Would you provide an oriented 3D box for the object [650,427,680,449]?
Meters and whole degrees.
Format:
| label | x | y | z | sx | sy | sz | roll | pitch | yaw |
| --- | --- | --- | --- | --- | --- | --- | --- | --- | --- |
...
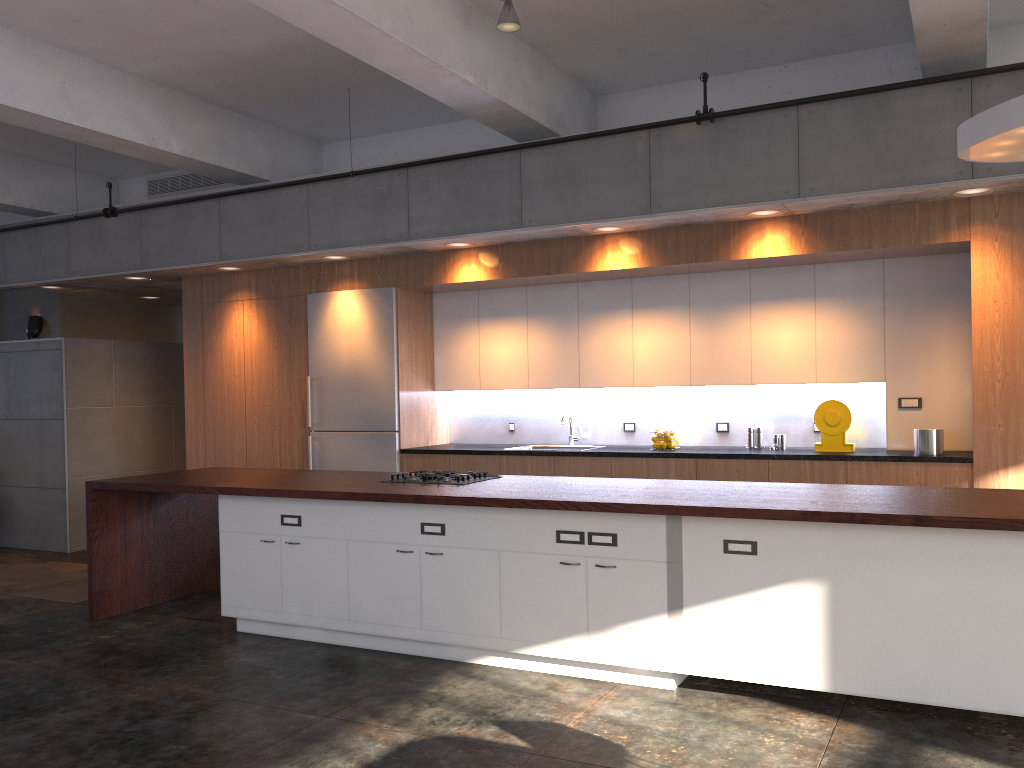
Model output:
| label | x | y | z | sx | sy | sz | roll | pitch | yaw |
| --- | --- | --- | --- | --- | --- | --- | --- | --- | --- |
| object | -3.592 | 1.078 | 11.227 | 12.920 | 1.215 | 0.968 | -1 | 0 | 37 |

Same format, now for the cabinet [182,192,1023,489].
| label | x | y | z | sx | sy | sz | roll | pitch | yaw |
| --- | --- | --- | --- | --- | --- | --- | --- | --- | --- |
| cabinet | 0.896 | 0.132 | 8.056 | 7.971 | 2.563 | 2.419 | -1 | 0 | 26 |

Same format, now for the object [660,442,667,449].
| label | x | y | z | sx | sy | sz | roll | pitch | yaw |
| --- | --- | --- | --- | --- | --- | --- | --- | --- | --- |
| object | 1.201 | 0.488 | 7.014 | 0.053 | 0.053 | 0.062 | -1 | 0 | 15 |

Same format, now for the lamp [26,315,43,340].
| label | x | y | z | sx | sy | sz | roll | pitch | yaw |
| --- | --- | --- | --- | --- | --- | --- | --- | --- | --- |
| lamp | -4.889 | -0.574 | 9.087 | 0.170 | 0.259 | 0.213 | -1 | 0 | 9 |

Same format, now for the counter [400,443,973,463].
| label | x | y | z | sx | sy | sz | roll | pitch | yaw |
| --- | --- | --- | --- | --- | --- | --- | --- | --- | --- |
| counter | 1.382 | 0.535 | 7.396 | 4.386 | 0.039 | 1.634 | -1 | -1 | 26 |

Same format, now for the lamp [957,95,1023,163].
| label | x | y | z | sx | sy | sz | roll | pitch | yaw |
| --- | --- | --- | --- | --- | --- | --- | --- | --- | --- |
| lamp | 2.742 | -1.212 | 4.131 | 1.092 | 0.130 | 0.995 | -1 | 0 | -17 |

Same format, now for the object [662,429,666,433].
| label | x | y | z | sx | sy | sz | roll | pitch | yaw |
| --- | --- | --- | --- | --- | --- | --- | --- | --- | --- |
| object | -3.360 | -0.567 | 8.709 | 9.772 | 2.165 | 0.059 | -1 | 1 | 20 |

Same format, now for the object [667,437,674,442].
| label | x | y | z | sx | sy | sz | roll | pitch | yaw |
| --- | --- | --- | --- | --- | --- | --- | --- | --- | --- |
| object | -3.146 | -0.531 | 10.717 | 11.569 | 2.211 | 0.063 | -1 | 0 | 41 |

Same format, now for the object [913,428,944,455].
| label | x | y | z | sx | sy | sz | roll | pitch | yaw |
| --- | --- | --- | --- | --- | --- | --- | --- | --- | --- |
| object | 2.837 | 0.391 | 6.029 | 0.192 | 0.170 | 0.188 | -1 | 0 | -14 |

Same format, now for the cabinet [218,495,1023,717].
| label | x | y | z | sx | sy | sz | roll | pitch | yaw |
| --- | --- | --- | --- | --- | --- | --- | --- | --- | --- |
| cabinet | 0.811 | 1.103 | 4.895 | 5.554 | 0.930 | 0.937 | -1 | 0 | 26 |

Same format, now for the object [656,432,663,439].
| label | x | y | z | sx | sy | sz | roll | pitch | yaw |
| --- | --- | --- | --- | --- | --- | --- | --- | --- | --- |
| object | -2.048 | -0.581 | 8.030 | 6.786 | 2.169 | 0.054 | -1 | 1 | 18 |

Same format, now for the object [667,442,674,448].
| label | x | y | z | sx | sy | sz | roll | pitch | yaw |
| --- | --- | --- | --- | --- | --- | --- | --- | --- | --- |
| object | 1.258 | 0.481 | 7.008 | 0.052 | 0.057 | 0.059 | -1 | 0 | -26 |

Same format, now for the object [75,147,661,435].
| label | x | y | z | sx | sy | sz | roll | pitch | yaw |
| --- | --- | --- | --- | --- | --- | --- | --- | --- | --- |
| object | 1.174 | 0.391 | 7.122 | 0.060 | 0.060 | 0.049 | -1 | 0 | -29 |

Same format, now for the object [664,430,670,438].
| label | x | y | z | sx | sy | sz | roll | pitch | yaw |
| --- | --- | --- | --- | --- | --- | --- | --- | --- | --- |
| object | 1.221 | 0.395 | 6.999 | 0.058 | 0.060 | 0.051 | -1 | 0 | -40 |

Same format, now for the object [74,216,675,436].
| label | x | y | z | sx | sy | sz | roll | pitch | yaw |
| --- | --- | --- | --- | --- | --- | --- | --- | --- | --- |
| object | 1.266 | 0.391 | 7.027 | 0.052 | 0.051 | 0.063 | -1 | 0 | 20 |

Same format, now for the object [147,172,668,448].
| label | x | y | z | sx | sy | sz | roll | pitch | yaw |
| --- | --- | --- | --- | --- | --- | --- | --- | --- | --- |
| object | -1.364 | -0.862 | 8.385 | 5.852 | 2.868 | 0.059 | -1 | 1 | 28 |

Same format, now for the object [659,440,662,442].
| label | x | y | z | sx | sy | sz | roll | pitch | yaw |
| --- | --- | --- | --- | --- | --- | --- | --- | --- | --- |
| object | 1.187 | 0.440 | 7.139 | 0.060 | 0.054 | 0.054 | -1 | 0 | 18 |

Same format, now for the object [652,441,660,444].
| label | x | y | z | sx | sy | sz | roll | pitch | yaw |
| --- | --- | --- | --- | --- | --- | --- | --- | --- | --- |
| object | 1.154 | 0.469 | 7.084 | 0.062 | 0.053 | 0.052 | -1 | 0 | 9 |

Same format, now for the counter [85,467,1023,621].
| label | x | y | z | sx | sy | sz | roll | pitch | yaw |
| --- | --- | --- | --- | --- | --- | --- | --- | --- | --- |
| counter | 0.276 | 1.086 | 5.170 | 6.544 | 0.971 | 1.161 | -1 | 0 | 26 |

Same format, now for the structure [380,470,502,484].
| label | x | y | z | sx | sy | sz | roll | pitch | yaw |
| --- | --- | --- | --- | --- | --- | --- | --- | --- | --- |
| structure | -0.457 | 0.615 | 5.759 | 0.629 | 0.072 | 0.520 | -1 | -1 | 27 |

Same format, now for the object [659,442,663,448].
| label | x | y | z | sx | sy | sz | roll | pitch | yaw |
| --- | --- | --- | --- | --- | --- | --- | --- | --- | --- |
| object | 1.192 | 0.492 | 7.106 | 0.060 | 0.055 | 0.051 | -1 | 0 | 17 |

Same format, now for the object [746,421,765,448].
| label | x | y | z | sx | sy | sz | roll | pitch | yaw |
| --- | --- | --- | --- | --- | --- | --- | --- | --- | --- |
| object | 1.906 | 0.396 | 6.935 | 0.142 | 0.210 | 0.061 | -1 | 1 | 26 |

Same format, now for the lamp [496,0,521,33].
| label | x | y | z | sx | sy | sz | roll | pitch | yaw |
| --- | --- | --- | --- | --- | --- | --- | --- | --- | --- |
| lamp | -0.022 | -2.278 | 5.392 | 0.158 | 0.216 | 0.153 | -1 | 0 | -26 |

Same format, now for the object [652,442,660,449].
| label | x | y | z | sx | sy | sz | roll | pitch | yaw |
| --- | --- | --- | --- | --- | --- | --- | --- | --- | --- |
| object | 2.100 | -0.667 | 6.016 | 0.058 | 2.310 | 2.856 | -2 | 1 | -44 |

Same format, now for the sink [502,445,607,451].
| label | x | y | z | sx | sy | sz | roll | pitch | yaw |
| --- | --- | --- | --- | --- | --- | --- | --- | --- | --- |
| sink | 0.357 | 0.625 | 7.369 | 0.717 | 0.192 | 0.531 | -1 | 0 | 27 |

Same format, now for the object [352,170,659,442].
| label | x | y | z | sx | sy | sz | roll | pitch | yaw |
| --- | --- | --- | --- | --- | --- | --- | --- | --- | --- |
| object | -0.057 | -0.626 | 7.055 | 2.410 | 2.229 | 0.053 | -1 | 1 | 1 |

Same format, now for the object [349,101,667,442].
| label | x | y | z | sx | sy | sz | roll | pitch | yaw |
| --- | --- | --- | --- | --- | --- | --- | --- | --- | --- |
| object | 1.215 | 0.433 | 7.035 | 0.052 | 0.053 | 0.062 | -1 | 0 | -25 |

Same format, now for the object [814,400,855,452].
| label | x | y | z | sx | sy | sz | roll | pitch | yaw |
| --- | --- | --- | --- | --- | --- | --- | --- | --- | --- |
| object | 2.337 | 0.304 | 6.423 | 0.270 | 0.381 | 0.101 | -1 | 1 | 26 |

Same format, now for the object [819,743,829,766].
| label | x | y | z | sx | sy | sz | roll | pitch | yaw |
| --- | --- | --- | --- | --- | --- | --- | --- | --- | --- |
| object | -1.934 | 1.774 | 7.350 | 26.748 | 0.001 | 20.073 | -1 | -1 | 27 |

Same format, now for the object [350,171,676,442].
| label | x | y | z | sx | sy | sz | roll | pitch | yaw |
| --- | --- | --- | --- | --- | --- | --- | --- | --- | --- |
| object | 1.270 | 0.436 | 7.048 | 0.061 | 0.053 | 0.053 | -1 | 0 | 34 |

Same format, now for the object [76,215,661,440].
| label | x | y | z | sx | sy | sz | roll | pitch | yaw |
| --- | --- | --- | --- | --- | --- | --- | --- | --- | --- |
| object | -1.495 | -0.592 | 7.794 | 5.578 | 2.191 | 0.057 | -1 | 1 | 15 |

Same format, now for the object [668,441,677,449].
| label | x | y | z | sx | sy | sz | roll | pitch | yaw |
| --- | --- | --- | --- | --- | --- | --- | --- | --- | --- |
| object | 1.276 | 0.487 | 7.067 | 0.074 | 0.063 | 0.063 | -1 | 0 | -8 |

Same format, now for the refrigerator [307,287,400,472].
| label | x | y | z | sx | sy | sz | roll | pitch | yaw |
| --- | --- | --- | --- | --- | --- | --- | --- | --- | --- |
| refrigerator | -1.388 | 0.273 | 7.891 | 0.941 | 2.191 | 0.223 | -1 | 1 | 23 |
